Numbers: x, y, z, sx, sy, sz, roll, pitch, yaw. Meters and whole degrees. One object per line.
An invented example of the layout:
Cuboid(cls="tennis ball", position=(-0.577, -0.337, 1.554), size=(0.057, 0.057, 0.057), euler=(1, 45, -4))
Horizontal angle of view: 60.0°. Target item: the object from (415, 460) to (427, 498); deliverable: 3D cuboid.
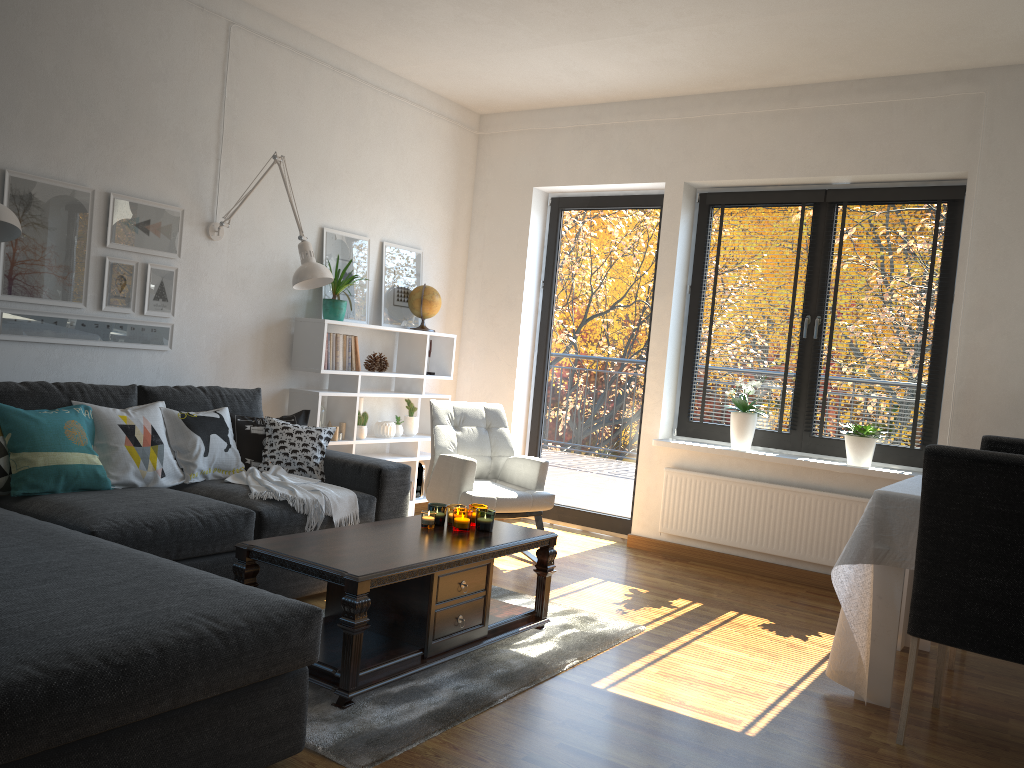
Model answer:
Cuboid(cls="object", position=(-0.623, 0.614, 5.805), size=(0.118, 0.246, 0.126), euler=(7, 3, 41))

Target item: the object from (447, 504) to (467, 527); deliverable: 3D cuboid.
Cuboid(cls="object", position=(-0.223, 0.528, 3.555), size=(0.079, 0.081, 0.079), euler=(6, 2, 28))

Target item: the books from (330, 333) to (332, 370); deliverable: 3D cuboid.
Cuboid(cls="books", position=(-1.065, -0.187, 5.000), size=(0.129, 0.209, 0.035), euler=(7, 3, 33))

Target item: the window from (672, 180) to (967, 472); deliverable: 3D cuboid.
Cuboid(cls="window", position=(8.573, 2.172, 14.703), size=(21.839, 18.382, 12.959), euler=(4, 2, -27))

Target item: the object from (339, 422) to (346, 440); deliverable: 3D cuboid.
Cuboid(cls="object", position=(-0.982, 0.273, 5.126), size=(0.039, 0.099, 0.039), euler=(7, 3, 30))

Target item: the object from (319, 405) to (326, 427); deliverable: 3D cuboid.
Cuboid(cls="object", position=(-1.115, 0.214, 5.046), size=(0.108, 0.197, 0.108), euler=(7, 3, 45))

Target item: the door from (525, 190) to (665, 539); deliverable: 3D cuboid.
Cuboid(cls="door", position=(0.559, -0.151, 5.943), size=(0.975, 2.276, 0.119), euler=(7, 3, 33))

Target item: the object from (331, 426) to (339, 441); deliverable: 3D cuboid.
Cuboid(cls="object", position=(-1.072, 0.275, 5.047), size=(0.176, 0.084, 0.078), euler=(5, 2, 2))

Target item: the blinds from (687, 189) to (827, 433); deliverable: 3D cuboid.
Cuboid(cls="blinds", position=(1.445, -0.441, 5.316), size=(0.710, 1.423, 0.049), euler=(7, 3, 33))

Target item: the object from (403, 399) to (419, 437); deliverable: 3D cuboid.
Cuboid(cls="object", position=(-0.645, 0.219, 5.687), size=(0.098, 0.236, 0.097), euler=(6, 3, 21))

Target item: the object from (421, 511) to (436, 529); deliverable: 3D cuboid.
Cuboid(cls="object", position=(-0.328, 0.531, 3.469), size=(0.059, 0.061, 0.060), euler=(7, 3, 38))

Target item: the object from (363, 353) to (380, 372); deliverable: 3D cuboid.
Cuboid(cls="object", position=(-0.847, -0.135, 5.369), size=(0.102, 0.127, 0.094), euler=(5, 2, -11))

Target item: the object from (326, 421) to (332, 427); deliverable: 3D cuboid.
Cuboid(cls="object", position=(-1.057, 0.261, 5.127), size=(0.062, 0.108, 0.062), euler=(7, 3, 33))

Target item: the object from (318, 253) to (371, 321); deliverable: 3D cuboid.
Cuboid(cls="object", position=(-0.999, -0.544, 5.067), size=(0.387, 0.372, 0.424), euler=(6, 2, 20))

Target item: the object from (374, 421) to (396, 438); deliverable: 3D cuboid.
Cuboid(cls="object", position=(-0.785, 0.281, 5.474), size=(0.134, 0.098, 0.132), euler=(5, 2, 3))

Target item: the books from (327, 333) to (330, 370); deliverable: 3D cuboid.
Cuboid(cls="books", position=(-1.076, -0.185, 4.987), size=(0.136, 0.210, 0.033), euler=(7, 3, 34))

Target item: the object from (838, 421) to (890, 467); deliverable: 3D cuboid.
Cuboid(cls="object", position=(1.913, 0.330, 4.847), size=(0.267, 0.237, 0.283), euler=(6, 2, 15))

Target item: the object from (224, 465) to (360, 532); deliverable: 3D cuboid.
Cuboid(cls="object", position=(-1.027, 0.496, 3.844), size=(0.605, 0.212, 0.488), euler=(6, 2, 30))

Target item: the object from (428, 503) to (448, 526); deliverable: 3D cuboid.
Cuboid(cls="object", position=(-0.300, 0.521, 3.540), size=(0.079, 0.081, 0.079), euler=(6, 2, 28))

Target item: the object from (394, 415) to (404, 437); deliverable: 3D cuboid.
Cuboid(cls="object", position=(-0.720, 0.263, 5.597), size=(0.072, 0.137, 0.072), euler=(6, 2, 14))

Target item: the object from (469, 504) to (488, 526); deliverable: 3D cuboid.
Cuboid(cls="object", position=(-0.140, 0.534, 3.608), size=(0.079, 0.081, 0.079), euler=(6, 2, 28))

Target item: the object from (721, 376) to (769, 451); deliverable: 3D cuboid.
Cuboid(cls="object", position=(1.353, 0.166, 5.157), size=(0.286, 0.444, 0.340), euler=(6, 2, 22))

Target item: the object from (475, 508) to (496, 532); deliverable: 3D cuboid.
Cuboid(cls="object", position=(-0.107, 0.540, 3.509), size=(0.079, 0.081, 0.079), euler=(6, 2, 28))

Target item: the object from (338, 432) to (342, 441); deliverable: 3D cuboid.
Cuboid(cls="object", position=(-0.993, 0.301, 5.082), size=(0.040, 0.044, 0.040), euler=(4, 2, -30))

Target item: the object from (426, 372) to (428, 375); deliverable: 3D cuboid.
Cuboid(cls="object", position=(-0.607, -0.172, 5.732), size=(0.134, 0.217, 0.066), euler=(3, 3, -41))

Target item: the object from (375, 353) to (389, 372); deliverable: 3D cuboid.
Cuboid(cls="object", position=(-0.800, -0.132, 5.435), size=(0.101, 0.125, 0.096), euler=(3, 3, -41))

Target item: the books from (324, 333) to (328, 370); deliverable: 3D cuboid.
Cuboid(cls="books", position=(-1.087, -0.187, 4.968), size=(0.129, 0.205, 0.043), euler=(7, 3, 33))

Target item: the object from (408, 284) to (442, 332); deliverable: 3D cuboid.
Cuboid(cls="object", position=(-0.566, -0.491, 5.718), size=(0.217, 0.305, 0.215), euler=(3, 3, -40))

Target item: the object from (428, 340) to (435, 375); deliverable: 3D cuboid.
Cuboid(cls="object", position=(-0.542, -0.176, 5.847), size=(0.066, 0.230, 0.075), euler=(6, 2, 13))

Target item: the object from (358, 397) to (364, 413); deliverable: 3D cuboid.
Cuboid(cls="object", position=(-0.936, 0.199, 5.382), size=(0.051, 0.238, 0.051), euler=(3, 3, -39))

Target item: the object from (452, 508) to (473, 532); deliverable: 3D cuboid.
Cuboid(cls="object", position=(-0.196, 0.533, 3.470), size=(0.079, 0.081, 0.079), euler=(6, 2, 28))

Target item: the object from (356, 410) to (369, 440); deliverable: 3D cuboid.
Cuboid(cls="object", position=(-0.893, 0.241, 5.220), size=(0.088, 0.173, 0.087), euler=(3, 3, -41))

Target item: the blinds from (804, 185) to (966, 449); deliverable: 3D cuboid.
Cuboid(cls="blinds", position=(2.044, -0.375, 4.918), size=(0.710, 1.423, 0.049), euler=(7, 3, 33))
